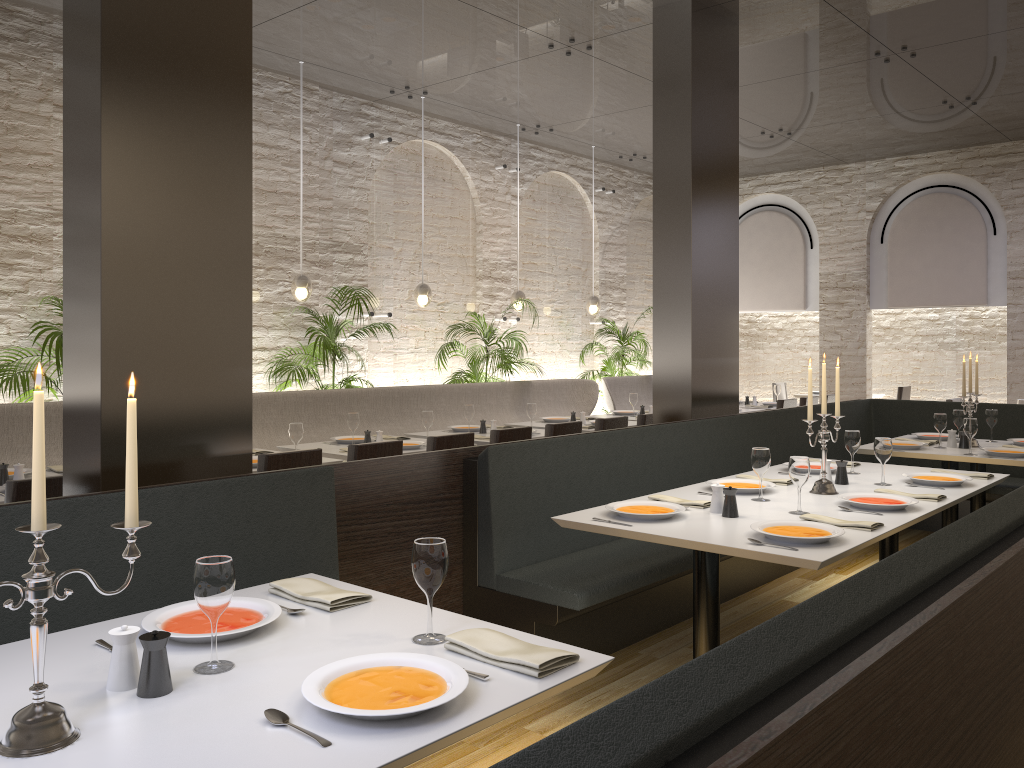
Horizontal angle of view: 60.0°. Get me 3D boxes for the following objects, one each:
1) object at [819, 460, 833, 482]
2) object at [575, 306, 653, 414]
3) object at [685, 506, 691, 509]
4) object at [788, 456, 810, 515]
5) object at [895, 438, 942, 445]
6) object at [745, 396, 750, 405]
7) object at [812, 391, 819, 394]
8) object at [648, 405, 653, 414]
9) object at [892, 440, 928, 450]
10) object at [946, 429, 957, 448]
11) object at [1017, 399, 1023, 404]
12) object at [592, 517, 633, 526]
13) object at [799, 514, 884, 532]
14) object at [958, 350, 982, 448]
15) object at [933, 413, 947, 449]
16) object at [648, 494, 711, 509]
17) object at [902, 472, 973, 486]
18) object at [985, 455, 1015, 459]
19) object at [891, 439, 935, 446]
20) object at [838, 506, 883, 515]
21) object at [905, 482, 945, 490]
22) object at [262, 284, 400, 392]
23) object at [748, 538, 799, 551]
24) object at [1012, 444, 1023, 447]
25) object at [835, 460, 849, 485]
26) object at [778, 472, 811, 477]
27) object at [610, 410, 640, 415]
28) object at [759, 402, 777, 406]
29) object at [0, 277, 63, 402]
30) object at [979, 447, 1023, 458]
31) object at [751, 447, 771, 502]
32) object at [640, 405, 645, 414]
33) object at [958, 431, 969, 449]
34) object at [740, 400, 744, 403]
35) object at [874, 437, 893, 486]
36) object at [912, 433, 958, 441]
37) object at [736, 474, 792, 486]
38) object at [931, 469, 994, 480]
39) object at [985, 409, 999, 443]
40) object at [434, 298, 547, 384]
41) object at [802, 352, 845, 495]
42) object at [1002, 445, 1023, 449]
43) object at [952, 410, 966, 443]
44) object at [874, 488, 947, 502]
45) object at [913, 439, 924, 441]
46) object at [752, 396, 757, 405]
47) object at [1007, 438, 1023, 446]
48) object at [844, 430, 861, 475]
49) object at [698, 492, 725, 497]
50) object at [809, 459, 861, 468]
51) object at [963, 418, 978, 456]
[{"bbox_3d":[1.575,0.435,4.448,0.069,0.126,0.069,0,1,35],"label":"object"},{"bbox_3d":[1.386,0.000,11.054,1.145,1.974,1.188,0,1,22],"label":"object"},{"bbox_3d":[0.672,0.515,3.739,0.181,0.015,0.038,2,3,43],"label":"object"},{"bbox_3d":[1.173,0.413,3.618,0.086,0.231,0.086,0,0,-7],"label":"object"},{"bbox_3d":[2.889,0.407,6.304,0.273,0.033,0.143,2,3,41],"label":"object"},{"bbox_3d":[2.755,0.190,10.377,0.059,0.109,0.059,0,1,-13],"label":"object"},{"bbox_3d":[4.455,0.128,12.796,0.321,0.036,0.322,-1,2,-14],"label":"object"},{"bbox_3d":[1.362,0.261,8.676,0.059,0.109,0.059,0,1,-13],"label":"object"},{"bbox_3d":[2.622,0.414,5.958,0.321,0.036,0.322,1,2,17],"label":"object"},{"bbox_3d":[2.983,0.370,6.006,0.069,0.126,0.069,0,1,-7],"label":"object"},{"bbox_3d":[4.358,0.248,7.564,0.086,0.231,0.086,0,0,-19],"label":"object"},{"bbox_3d":[0.388,0.531,3.414,0.185,0.010,0.017,2,3,41],"label":"object"},{"bbox_3d":[1.262,0.529,3.396,0.273,0.033,0.143,2,3,41],"label":"object"},{"bbox_3d":[3.120,0.098,6.030,0.390,0.657,0.131,0,0,-38],"label":"object"},{"bbox_3d":[2.881,0.315,5.961,0.086,0.231,0.086,0,0,-13],"label":"object"},{"bbox_3d":[0.744,0.510,3.849,0.273,0.033,0.143,2,3,41],"label":"object"},{"bbox_3d":[2.118,0.479,4.416,0.322,0.036,0.321,2,3,37],"label":"object"},{"bbox_3d":[2.976,0.445,5.404,0.181,0.015,0.038,2,3,43],"label":"object"},{"bbox_3d":[2.787,0.412,6.187,0.273,0.033,0.143,2,3,41],"label":"object"},{"bbox_3d":[1.426,0.519,3.631,0.181,0.015,0.038,2,3,43],"label":"object"},{"bbox_3d":[1.992,0.492,4.278,0.181,0.015,0.038,2,3,43],"label":"object"},{"bbox_3d":[-1.569,0.141,7.694,1.188,1.974,1.145,0,1,-18],"label":"object"},{"bbox_3d":[0.884,0.545,3.011,0.181,0.015,0.038,2,3,43],"label":"object"},{"bbox_3d":[3.468,0.422,5.967,0.181,0.015,0.038,2,3,43],"label":"object"},{"bbox_3d":[1.634,0.438,4.392,0.069,0.126,0.069,0,1,35],"label":"object"},{"bbox_3d":[1.496,0.478,4.681,0.185,0.010,0.017,2,3,41],"label":"object"},{"bbox_3d":[1.140,0.291,8.900,0.322,0.036,0.322,0,2,-12],"label":"object"},{"bbox_3d":[3.020,0.235,10.234,0.322,0.036,0.322,0,2,-12],"label":"object"},{"bbox_3d":[-2.959,0.207,6.104,1.188,1.974,1.145,0,1,-18],"label":"object"},{"bbox_3d":[3.098,0.432,5.539,0.321,0.036,0.322,1,2,17],"label":"object"},{"bbox_3d":[1.102,0.400,3.926,0.086,0.231,0.086,0,0,41],"label":"object"},{"bbox_3d":[1.279,0.260,8.688,0.059,0.109,0.059,0,1,-13],"label":"object"},{"bbox_3d":[3.027,0.373,5.936,0.069,0.126,0.069,0,1,-7],"label":"object"},{"bbox_3d":[2.616,0.220,10.590,0.322,0.036,0.322,0,2,-12],"label":"object"},{"bbox_3d":[1.830,0.382,4.369,0.086,0.231,0.086,0,0,-37],"label":"object"},{"bbox_3d":[3.113,0.391,6.520,0.322,0.036,0.321,2,3,37],"label":"object"},{"bbox_3d":[1.286,0.484,4.469,0.273,0.033,0.143,2,3,41],"label":"object"},{"bbox_3d":[2.369,0.475,4.664,0.273,0.033,0.143,2,3,41],"label":"object"},{"bbox_3d":[3.429,0.299,6.335,0.086,0.231,0.086,0,0,11],"label":"object"},{"bbox_3d":[-0.247,0.077,9.210,1.145,1.974,1.188,0,1,-8],"label":"object"},{"bbox_3d":[1.452,0.178,4.122,0.390,0.657,0.131,0,0,-38],"label":"object"},{"bbox_3d":[3.403,0.426,5.846,0.273,0.033,0.143,2,3,41],"label":"object"},{"bbox_3d":[3.180,0.301,6.304,0.086,0.231,0.086,0,0,-13],"label":"object"},{"bbox_3d":[1.804,0.503,4.016,0.273,0.033,0.143,2,3,41],"label":"object"},{"bbox_3d":[2.990,0.406,6.391,0.185,0.010,0.017,2,3,41],"label":"object"},{"bbox_3d":[2.838,0.190,10.366,0.059,0.109,0.059,0,1,-13],"label":"object"},{"bbox_3d":[3.590,0.408,6.101,0.321,0.036,0.322,0,2,-1],"label":"object"},{"bbox_3d":[1.826,0.366,4.754,0.086,0.231,0.086,0,0,-37],"label":"object"},{"bbox_3d":[0.930,0.505,4.034,0.185,0.010,0.017,2,3,41],"label":"object"},{"bbox_3d":[1.851,0.456,5.116,0.273,0.033,0.143,2,3,41],"label":"object"},{"bbox_3d":[2.885,0.331,5.576,0.086,0.231,0.086,0,0,-13],"label":"object"}]
